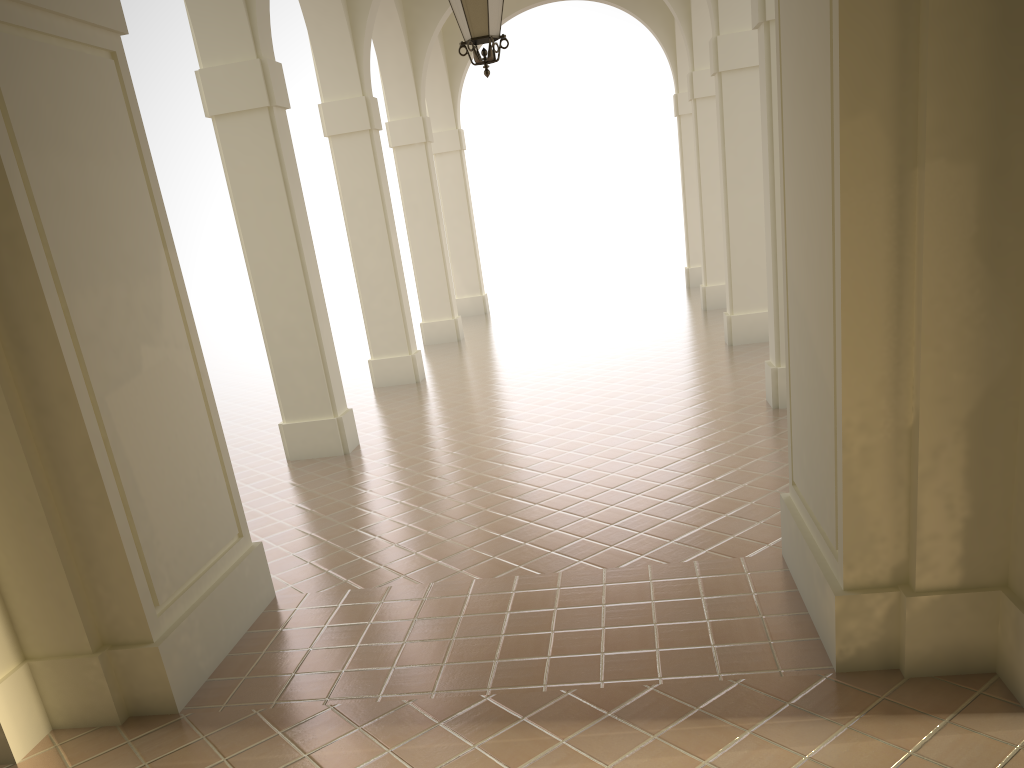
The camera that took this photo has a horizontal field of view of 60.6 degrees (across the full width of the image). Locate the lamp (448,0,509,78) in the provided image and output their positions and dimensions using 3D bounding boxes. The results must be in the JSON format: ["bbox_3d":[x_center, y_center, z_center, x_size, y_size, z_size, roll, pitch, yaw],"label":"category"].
[{"bbox_3d":[-0.414,-3.983,6.180,0.511,3.475,0.420,-5,19,8],"label":"lamp"}]
